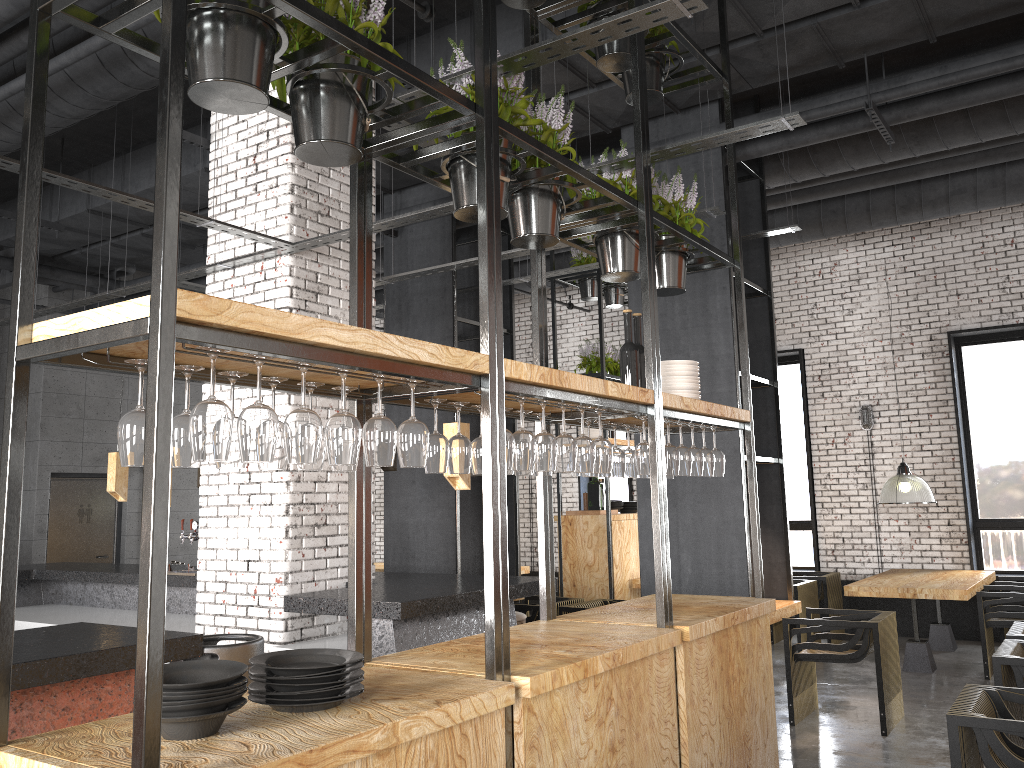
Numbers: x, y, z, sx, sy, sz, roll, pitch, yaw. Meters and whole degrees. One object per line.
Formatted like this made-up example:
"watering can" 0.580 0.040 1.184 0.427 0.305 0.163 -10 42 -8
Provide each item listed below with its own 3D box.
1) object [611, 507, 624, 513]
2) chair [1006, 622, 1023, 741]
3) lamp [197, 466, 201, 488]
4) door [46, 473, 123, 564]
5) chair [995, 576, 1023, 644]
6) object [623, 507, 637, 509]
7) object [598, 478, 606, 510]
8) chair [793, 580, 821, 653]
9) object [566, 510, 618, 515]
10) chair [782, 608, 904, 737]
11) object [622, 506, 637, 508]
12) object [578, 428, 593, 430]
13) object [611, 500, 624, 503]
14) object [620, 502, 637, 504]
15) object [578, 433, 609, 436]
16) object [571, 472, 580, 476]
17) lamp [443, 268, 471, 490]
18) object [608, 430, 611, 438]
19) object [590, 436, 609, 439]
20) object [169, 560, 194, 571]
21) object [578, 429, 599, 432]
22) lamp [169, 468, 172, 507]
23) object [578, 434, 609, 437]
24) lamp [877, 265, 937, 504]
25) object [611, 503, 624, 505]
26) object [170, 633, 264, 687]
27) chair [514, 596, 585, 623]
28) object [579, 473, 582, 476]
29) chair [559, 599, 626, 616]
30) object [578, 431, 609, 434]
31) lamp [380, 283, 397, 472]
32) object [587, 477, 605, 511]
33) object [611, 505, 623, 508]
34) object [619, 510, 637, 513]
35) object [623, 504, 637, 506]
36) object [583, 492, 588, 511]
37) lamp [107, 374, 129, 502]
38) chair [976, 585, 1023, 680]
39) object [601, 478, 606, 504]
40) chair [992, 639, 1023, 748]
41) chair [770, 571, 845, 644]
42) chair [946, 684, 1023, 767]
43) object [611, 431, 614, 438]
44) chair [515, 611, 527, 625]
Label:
"object" 1.101 1.392 9.741 0.256 0.068 0.256 -8 -10 41
"chair" 3.391 1.858 5.318 0.638 0.732 0.656 -7 -10 33
"lamp" -2.539 0.185 7.474 0.127 1.551 0.127 -7 -11 33
"door" -5.734 2.240 11.762 0.158 2.109 1.118 -7 -10 33
"chair" 5.039 2.245 8.487 0.638 0.732 0.655 -6 -10 31
"object" 1.314 1.415 10.021 0.305 0.044 0.305 -7 -9 34
"object" 0.931 1.189 9.432 0.107 0.369 0.070 -7 -10 33
"chair" 2.651 2.349 8.843 0.638 0.732 0.656 -7 -10 34
"object" 0.856 1.374 9.469 0.411 0.050 0.410 -6 -9 33
"chair" 2.353 2.013 6.292 0.638 0.732 0.656 -7 -10 32
"object" 1.314 1.392 10.025 0.306 0.042 0.305 0 -8 -9
"object" 0.878 0.496 9.575 0.334 0.041 0.334 4 -9 -34
"object" 1.100 1.315 9.754 0.257 0.076 0.256 1 -8 -19
"object" 1.312 1.351 10.032 0.305 0.040 0.305 -4 -8 17
"object" 0.879 0.554 9.567 0.334 0.037 0.334 -1 -8 0
"object" 0.674 0.845 9.445 0.101 0.268 0.100 2 -9 -19
"lamp" -0.383 -0.057 6.042 0.127 1.551 0.127 -7 -11 33
"object" 1.046 0.407 9.846 0.098 0.472 0.098 -3 -9 11
"object" 0.880 0.593 9.561 0.334 0.033 0.334 1 -8 -18
"object" -2.658 1.464 7.131 0.177 0.091 0.090 -3 -8 9
"object" 0.877 0.516 9.573 0.334 0.039 0.334 -1 -8 0
"lamp" -3.077 0.276 7.828 0.127 1.612 0.127 -7 -11 33
"object" 0.878 0.573 9.565 0.334 0.046 0.334 -3 -8 14
"lamp" 3.836 -0.022 8.861 0.536 2.413 0.535 2 -9 -20
"object" 1.101 1.344 9.749 0.257 0.072 0.256 -2 -8 6
"object" -1.218 1.581 3.630 0.399 1.038 0.396 2 -9 -21
"chair" 0.198 2.250 7.688 0.637 0.732 0.656 -7 -10 35
"object" 0.751 0.859 9.558 0.101 0.268 0.100 2 -9 -19
"chair" 0.838 2.178 7.262 0.637 0.732 0.656 -7 -10 36
"object" 0.878 0.535 9.569 0.335 0.040 0.333 -1 -8 -2
"lamp" -0.924 -0.072 6.412 0.127 1.399 0.127 -7 -11 33
"object" 0.883 1.085 9.354 0.156 0.556 0.106 -7 -10 33
"object" 1.100 1.369 9.745 0.256 0.076 0.256 -6 -9 33
"object" 1.314 1.441 10.017 0.306 0.035 0.305 1 -8 -18
"object" 1.313 1.377 10.027 0.305 0.037 0.305 -7 -9 35
"object" 0.807 1.300 9.680 0.056 0.249 0.056 -6 -10 26
"lamp" -3.617 0.307 8.191 0.127 1.551 0.127 -7 -11 33
"chair" 4.431 2.147 7.649 0.638 0.732 0.656 -7 -10 32
"object" 0.967 1.196 9.486 0.107 0.369 0.070 -7 -10 33
"chair" 2.947 1.777 4.641 0.638 0.732 0.656 -7 -10 34
"chair" 3.218 2.452 9.709 0.638 0.732 0.655 -7 -10 32
"chair" 2.127 1.638 3.463 0.638 0.732 0.656 -7 -10 32
"object" 1.106 0.418 9.934 0.098 0.472 0.098 -3 -9 11
"chair" -0.104 2.023 6.280 0.439 0.808 0.479 -2 -9 8
